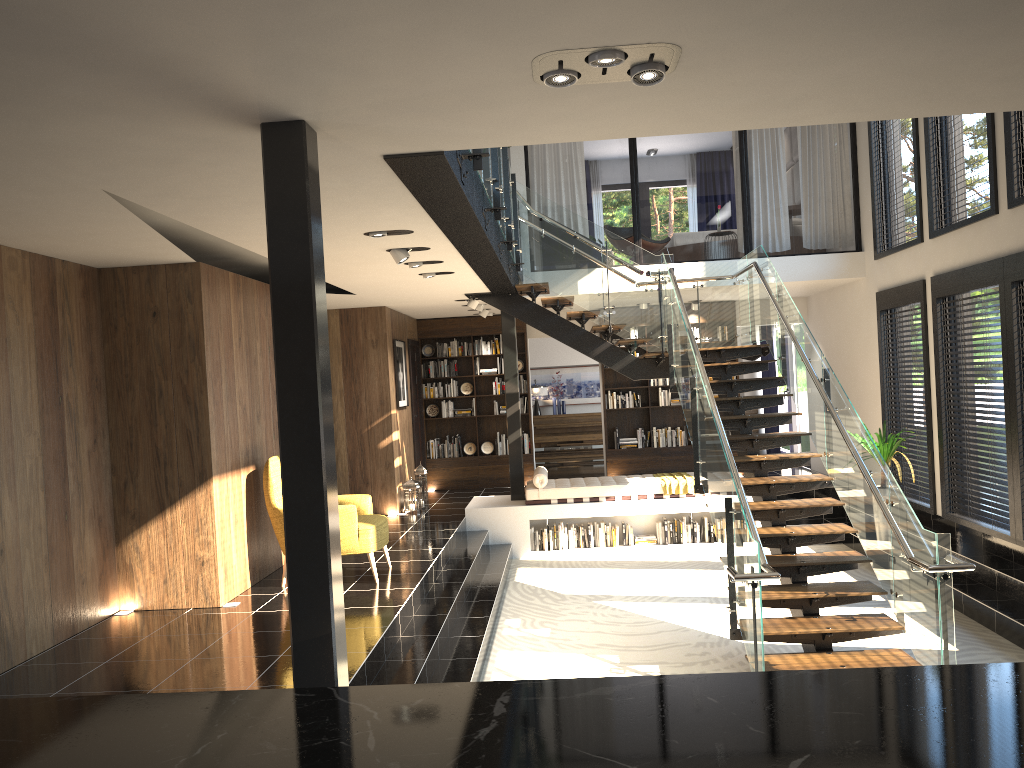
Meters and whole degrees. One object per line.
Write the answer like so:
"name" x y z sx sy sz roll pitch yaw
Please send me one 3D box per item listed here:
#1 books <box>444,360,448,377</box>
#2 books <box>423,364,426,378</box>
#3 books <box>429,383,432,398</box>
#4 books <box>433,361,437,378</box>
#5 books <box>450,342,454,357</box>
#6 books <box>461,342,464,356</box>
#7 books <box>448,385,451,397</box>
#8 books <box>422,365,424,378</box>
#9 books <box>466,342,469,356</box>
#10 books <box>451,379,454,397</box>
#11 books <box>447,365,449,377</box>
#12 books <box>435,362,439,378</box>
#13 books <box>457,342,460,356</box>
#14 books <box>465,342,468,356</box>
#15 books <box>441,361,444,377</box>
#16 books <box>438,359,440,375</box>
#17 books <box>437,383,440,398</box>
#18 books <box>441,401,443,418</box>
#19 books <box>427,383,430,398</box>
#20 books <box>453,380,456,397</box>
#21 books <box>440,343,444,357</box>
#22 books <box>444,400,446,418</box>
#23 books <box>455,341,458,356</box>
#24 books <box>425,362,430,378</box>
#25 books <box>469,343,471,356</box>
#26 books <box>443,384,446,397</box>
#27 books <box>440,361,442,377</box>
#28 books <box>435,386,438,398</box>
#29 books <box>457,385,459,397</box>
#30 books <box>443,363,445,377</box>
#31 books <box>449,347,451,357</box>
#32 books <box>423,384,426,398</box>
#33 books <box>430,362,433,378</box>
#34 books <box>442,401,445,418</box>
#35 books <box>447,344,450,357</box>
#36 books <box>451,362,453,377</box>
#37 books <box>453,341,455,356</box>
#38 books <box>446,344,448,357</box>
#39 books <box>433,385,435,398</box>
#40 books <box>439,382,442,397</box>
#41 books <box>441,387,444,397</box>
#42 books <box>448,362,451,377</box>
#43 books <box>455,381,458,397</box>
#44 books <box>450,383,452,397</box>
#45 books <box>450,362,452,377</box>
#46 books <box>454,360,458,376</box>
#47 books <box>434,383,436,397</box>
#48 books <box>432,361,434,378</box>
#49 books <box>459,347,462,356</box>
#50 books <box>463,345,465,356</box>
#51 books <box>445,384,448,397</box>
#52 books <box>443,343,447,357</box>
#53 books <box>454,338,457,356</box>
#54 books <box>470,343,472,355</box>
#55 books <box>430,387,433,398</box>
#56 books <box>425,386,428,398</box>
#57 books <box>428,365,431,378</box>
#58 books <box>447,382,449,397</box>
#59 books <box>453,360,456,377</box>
"books" -1.028 -0.245 13.929 0.033 0.273 0.189 -3 1 3
"books" -1.374 -0.205 13.958 0.023 0.231 0.143 -3 1 3
"books" -1.283 0.105 13.992 0.018 0.232 0.123 -3 1 3
"books" -1.204 -0.229 13.942 0.027 0.260 0.181 -3 1 3
"books" -0.928 -0.544 13.919 0.039 0.230 0.205 -3 1 3
"books" -0.774 -0.546 13.944 0.030 0.217 0.165 -3 1 3
"books" -0.977 0.107 13.936 0.025 0.194 0.172 -3 1 3
"books" -1.395 -0.196 13.978 0.023 0.215 0.148 -3 1 3
"books" -0.684 -0.548 13.917 0.039 0.212 0.172 -3 1 3
"books" -0.930 0.059 13.933 0.018 0.284 0.198 -3 1 3
"books" -0.998 -0.204 13.917 0.025 0.188 0.181 -3 1 3
"books" -1.172 -0.222 13.921 0.039 0.243 0.179 -3 1 3
"books" -0.840 -0.551 13.936 0.020 0.235 0.206 -3 1 3
"books" -0.717 -0.546 13.927 0.027 0.212 0.180 -3 1 3
"books" -1.082 -0.233 13.950 0.032 0.255 0.160 -3 1 3
"books" -1.144 -0.246 13.949 0.015 0.287 0.154 -3 1 3
"books" -1.147 0.096 13.965 0.036 0.235 0.169 -3 1 3
"books" -1.092 0.397 13.966 0.020 0.264 0.152 -3 1 3
"books" -1.306 0.105 13.946 0.022 0.235 0.194 -3 1 3
"books" -0.892 0.069 13.933 0.021 0.260 0.197 -3 1 3
"books" -1.092 -0.530 13.943 0.026 0.222 0.202 -3 1 3
"books" -1.048 0.389 13.937 0.018 0.275 0.144 -3 1 3
"books" -0.861 -0.555 13.926 0.020 0.245 0.228 -3 1 3
"books" -1.329 -0.219 13.975 0.066 0.255 0.127 -3 1 3
"books" -0.654 -0.545 13.902 0.023 0.202 0.201 -3 1 3
"books" -1.051 0.100 13.960 0.053 0.216 0.151 -3 1 3
"books" -1.109 -0.236 13.926 0.019 0.264 0.175 -3 1 3
"books" -1.182 0.125 13.953 0.035 0.180 0.164 -3 1 3
"books" -0.848 0.107 13.943 0.015 0.181 0.136 -3 1 3
"books" -1.053 -0.217 13.946 0.024 0.220 0.123 -3 1 3
"books" -0.962 -0.504 13.939 0.035 0.156 0.186 -3 0 3
"books" -1.374 0.114 13.985 0.030 0.224 0.166 -3 1 3
"books" -1.256 -0.223 13.944 0.035 0.255 0.183 -3 1 3
"books" -1.071 0.399 13.928 0.026 0.257 0.192 -3 1 3
"books" -0.992 -0.526 13.968 0.025 0.203 0.156 -3 1 3
"books" -0.931 -0.235 13.941 0.024 0.242 0.144 -3 1 3
"books" -0.897 -0.550 13.905 0.025 0.239 0.220 -3 1 3
"books" -1.013 -0.530 13.952 0.014 0.212 0.184 -3 1 3
"books" -1.227 0.114 13.990 0.018 0.208 0.126 -3 1 3
"books" -1.118 0.093 13.943 0.026 0.237 0.164 -3 1 3
"books" -1.089 0.127 13.955 0.026 0.167 0.173 -3 0 3
"books" -0.971 -0.232 13.951 0.028 0.240 0.148 -3 1 3
"books" -0.868 0.076 13.954 0.023 0.245 0.133 -3 1 3
"books" -0.950 0.095 13.959 0.027 0.214 0.159 -3 1 3
"books" -0.950 -0.228 13.937 0.014 0.230 0.172 -3 1 3
"books" -0.877 -0.250 13.943 0.035 0.267 0.133 -3 1 3
"books" -1.209 0.099 13.982 0.019 0.236 0.139 -3 1 3
"books" -1.228 -0.231 13.939 0.022 0.267 0.197 -3 1 3
"books" -0.806 -0.510 13.956 0.040 0.149 0.125 -3 1 3
"books" -0.745 -0.525 13.909 0.029 0.172 0.187 -3 0 3
"books" -1.018 0.104 13.923 0.016 0.206 0.204 -3 1 3
"books" -1.049 -0.530 13.948 0.059 0.216 0.159 -3 1 3
"books" -0.879 -0.570 13.902 0.012 0.278 0.228 -3 1 3
"books" -0.628 -0.542 13.934 0.024 0.194 0.182 -3 1 3
"books" -1.255 0.135 13.971 0.037 0.169 0.148 -3 1 3
"books" -1.336 0.128 13.977 0.045 0.192 0.164 -3 1 3
"books" -1.284 -0.197 13.947 0.025 0.204 0.192 -3 1 3
"books" -1.000 0.084 13.949 0.020 0.243 0.154 -3 1 3
"books" -0.907 -0.247 13.944 0.025 0.263 0.147 -3 1 3
